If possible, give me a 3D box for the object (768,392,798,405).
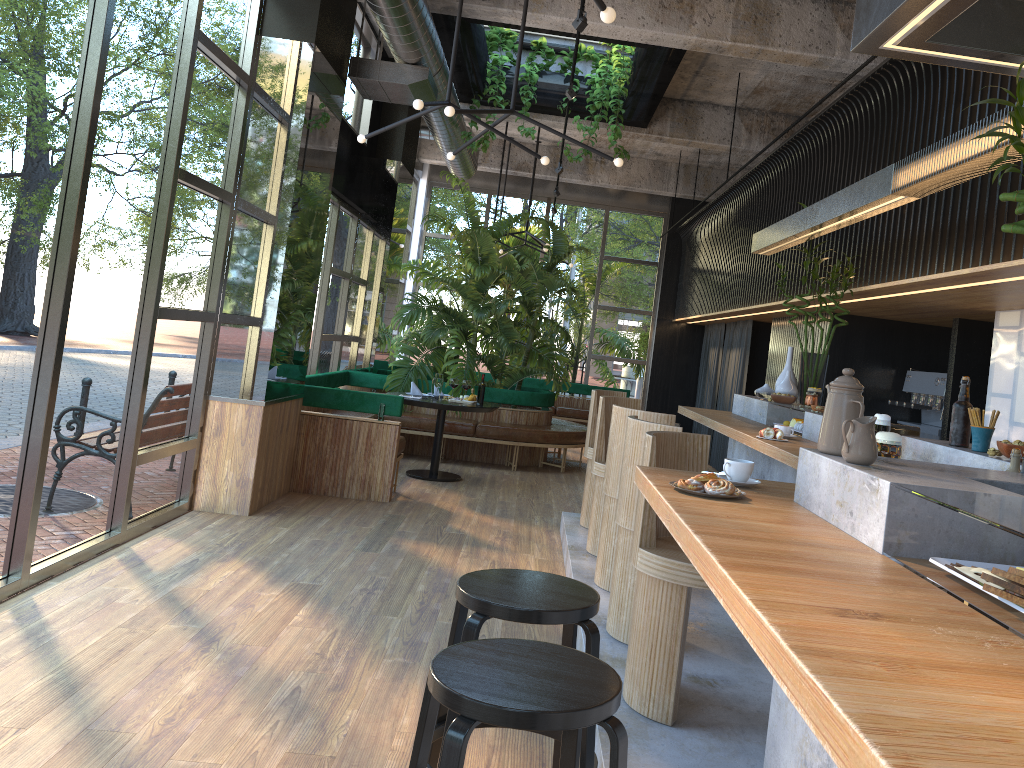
[{"bbox_3d":[1.815,0.094,5.960,0.190,0.073,0.231,8,2,19],"label":"object"}]

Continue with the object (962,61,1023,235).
[{"bbox_3d":[1.390,-0.363,2.094,0.671,1.552,0.586,7,-2,4],"label":"object"}]

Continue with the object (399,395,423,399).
[{"bbox_3d":[-0.937,0.119,8.386,0.256,0.019,0.157,7,3,-2],"label":"object"}]

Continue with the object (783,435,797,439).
[{"bbox_3d":[1.483,0.285,4.874,0.162,0.020,0.159,7,3,-4],"label":"object"}]

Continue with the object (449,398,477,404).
[{"bbox_3d":[-0.459,0.165,8.642,0.236,0.019,0.357,7,3,10],"label":"object"}]

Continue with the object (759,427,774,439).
[{"bbox_3d":[1.337,0.255,4.666,0.061,0.059,0.073,7,1,-10],"label":"object"}]

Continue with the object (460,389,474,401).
[{"bbox_3d":[-0.433,0.101,8.551,0.143,0.124,0.097,7,0,-20],"label":"object"}]

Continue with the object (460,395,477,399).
[{"bbox_3d":[-0.434,0.135,8.742,0.194,0.038,0.063,9,2,33],"label":"object"}]

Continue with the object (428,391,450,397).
[{"bbox_3d":[-0.733,0.060,8.980,0.239,0.139,0.227,7,1,-17],"label":"object"}]

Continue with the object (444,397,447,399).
[{"bbox_3d":[-0.646,0.141,8.679,0.033,0.019,0.038,7,2,12],"label":"object"}]

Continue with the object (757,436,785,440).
[{"bbox_3d":[1.370,0.286,4.674,0.117,0.005,0.125,9,3,38],"label":"object"}]

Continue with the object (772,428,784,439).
[{"bbox_3d":[1.390,0.260,4.684,0.072,0.060,0.126,7,2,-31],"label":"object"}]

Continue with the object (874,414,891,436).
[{"bbox_3d":[1.555,0.241,3.754,0.072,0.233,0.077,6,-2,32],"label":"object"}]

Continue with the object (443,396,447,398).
[{"bbox_3d":[-0.660,0.131,8.797,0.024,0.025,0.047,7,2,18],"label":"object"}]

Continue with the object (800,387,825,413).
[{"bbox_3d":[1.827,0.095,5.340,0.209,0.134,0.807,7,3,7],"label":"object"}]

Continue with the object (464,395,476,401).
[{"bbox_3d":[-0.406,0.130,8.642,0.099,0.064,0.163,6,2,-30],"label":"object"}]

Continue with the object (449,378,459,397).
[{"bbox_3d":[-0.589,0.045,8.908,0.104,0.201,0.100,7,-1,-12],"label":"object"}]

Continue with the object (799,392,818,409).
[{"bbox_3d":[1.868,0.102,5.596,0.086,0.107,0.160,7,1,45],"label":"object"}]

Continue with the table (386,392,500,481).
[{"bbox_3d":[-0.714,0.524,8.604,1.142,0.752,1.057,6,1,-32],"label":"table"}]

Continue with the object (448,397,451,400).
[{"bbox_3d":[-0.607,0.142,8.619,0.032,0.031,0.040,7,1,24],"label":"object"}]

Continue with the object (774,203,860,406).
[{"bbox_3d":[2.128,-0.471,6.223,0.646,1.552,0.607,6,-2,38],"label":"object"}]

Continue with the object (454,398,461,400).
[{"bbox_3d":[-0.513,0.143,8.636,0.102,0.013,0.222,7,3,5],"label":"object"}]

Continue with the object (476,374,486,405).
[{"bbox_3d":[-0.291,0.051,8.520,0.067,0.300,0.069,7,-2,15],"label":"object"}]

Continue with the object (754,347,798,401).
[{"bbox_3d":[1.908,-0.068,6.212,0.329,0.398,0.306,7,-1,-42],"label":"object"}]

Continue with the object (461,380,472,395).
[{"bbox_3d":[-0.461,0.063,8.874,0.104,0.201,0.100,7,-1,-12],"label":"object"}]

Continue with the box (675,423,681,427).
[{"bbox_3d":[2.480,0.823,13.725,0.337,0.443,0.275,7,-1,-12],"label":"box"}]

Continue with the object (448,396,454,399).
[{"bbox_3d":[-0.608,0.136,8.773,0.097,0.028,0.129,8,3,14],"label":"object"}]

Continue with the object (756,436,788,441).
[{"bbox_3d":[1.371,0.288,4.678,0.165,0.005,0.169,8,3,11],"label":"object"}]

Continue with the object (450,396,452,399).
[{"bbox_3d":[-0.604,0.138,8.710,0.033,0.032,0.037,7,1,-3],"label":"object"}]

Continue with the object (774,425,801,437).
[{"bbox_3d":[1.508,0.260,4.875,0.136,0.064,0.108,6,2,-22],"label":"object"}]

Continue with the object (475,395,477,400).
[{"bbox_3d":[-0.374,0.140,8.843,0.059,0.072,0.208,7,2,-9],"label":"object"}]

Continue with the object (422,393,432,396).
[{"bbox_3d":[-0.913,0.098,8.892,0.164,0.019,0.244,5,4,-41],"label":"object"}]
